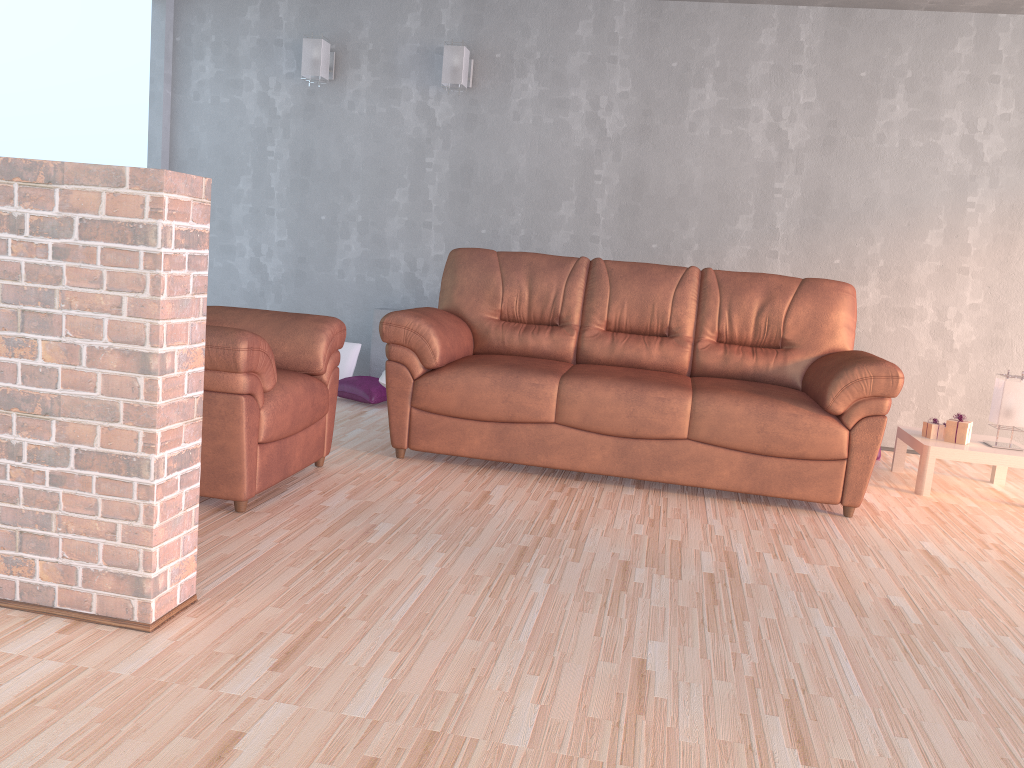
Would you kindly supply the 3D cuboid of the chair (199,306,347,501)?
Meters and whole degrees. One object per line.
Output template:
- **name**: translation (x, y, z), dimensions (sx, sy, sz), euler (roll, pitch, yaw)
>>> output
- **chair**: translation (-1.219, -0.131, 3.345), dimensions (0.936, 0.879, 0.970), euler (6, 8, 9)

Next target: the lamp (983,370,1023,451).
- **lamp**: translation (2.380, 0.121, 4.244), dimensions (0.140, 0.376, 0.140), euler (7, 8, 10)

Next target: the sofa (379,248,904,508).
- **sofa**: translation (0.562, -0.113, 4.154), dimensions (2.202, 0.923, 0.981), euler (7, 8, 10)

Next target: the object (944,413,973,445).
- **object**: translation (2.150, 0.210, 4.265), dimensions (0.099, 0.147, 0.102), euler (12, 10, 38)

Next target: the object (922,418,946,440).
- **object**: translation (2.094, 0.216, 4.350), dimensions (0.152, 0.105, 0.080), euler (2, 9, -22)

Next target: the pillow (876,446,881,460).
- **pillow**: translation (1.898, 0.243, 4.986), dimensions (0.327, 0.326, 0.241), euler (6, 8, 4)

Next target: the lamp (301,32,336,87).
- **lamp**: translation (-1.198, -1.988, 5.451), dimensions (0.165, 0.319, 0.168), euler (7, 8, 10)

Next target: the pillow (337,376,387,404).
- **pillow**: translation (-0.877, 0.026, 5.340), dimensions (0.392, 0.130, 0.365), euler (10, 10, 30)

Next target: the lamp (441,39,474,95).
- **lamp**: translation (-0.332, -1.890, 5.309), dimensions (0.165, 0.319, 0.177), euler (7, 8, 10)

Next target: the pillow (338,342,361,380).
- **pillow**: translation (-1.133, -0.106, 5.527), dimensions (0.327, 0.326, 0.241), euler (7, 8, 13)

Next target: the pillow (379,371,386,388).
- **pillow**: translation (-0.620, 0.012, 5.317), dimensions (0.357, 0.205, 0.388), euler (5, 8, -4)

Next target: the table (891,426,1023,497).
- **table**: translation (2.223, 0.400, 4.349), dimensions (0.548, 0.241, 0.548), euler (7, 8, 10)

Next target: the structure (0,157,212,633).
- **structure**: translation (-1.470, -0.034, 2.206), dimensions (1.422, 1.057, 0.211), euler (7, 8, 10)
